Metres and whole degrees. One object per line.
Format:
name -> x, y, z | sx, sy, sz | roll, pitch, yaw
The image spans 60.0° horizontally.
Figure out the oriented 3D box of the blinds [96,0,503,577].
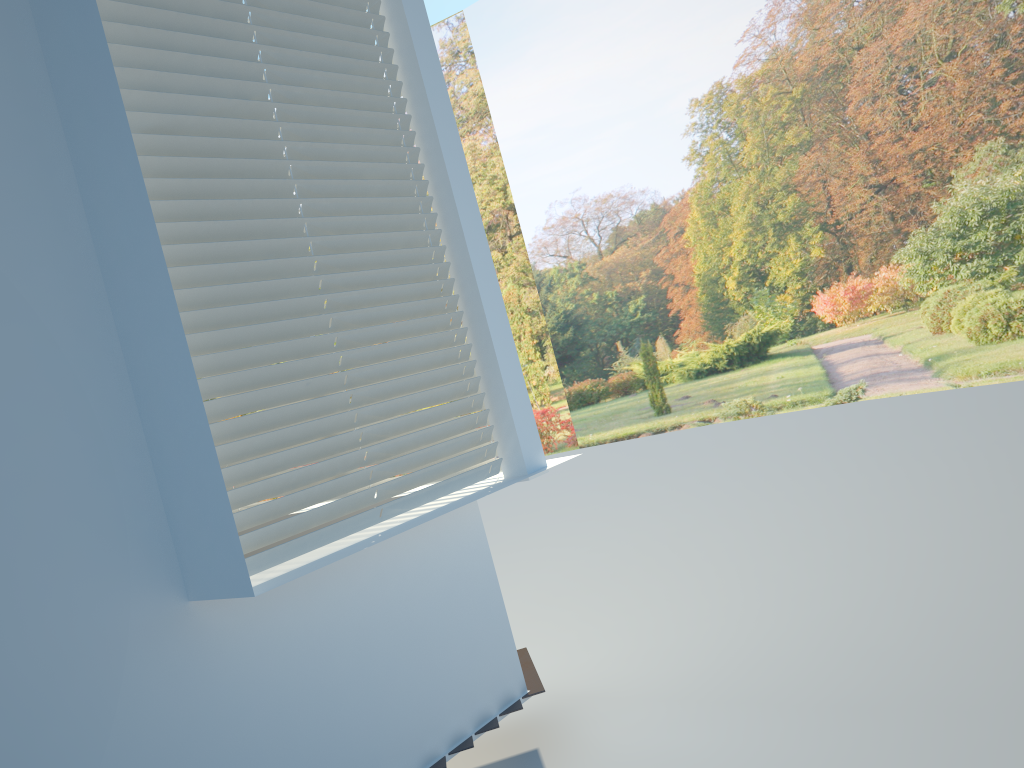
blinds -> -1.797, -1.428, 4.219 | 1.222, 4.265, 3.910 | -15, 0, -32
